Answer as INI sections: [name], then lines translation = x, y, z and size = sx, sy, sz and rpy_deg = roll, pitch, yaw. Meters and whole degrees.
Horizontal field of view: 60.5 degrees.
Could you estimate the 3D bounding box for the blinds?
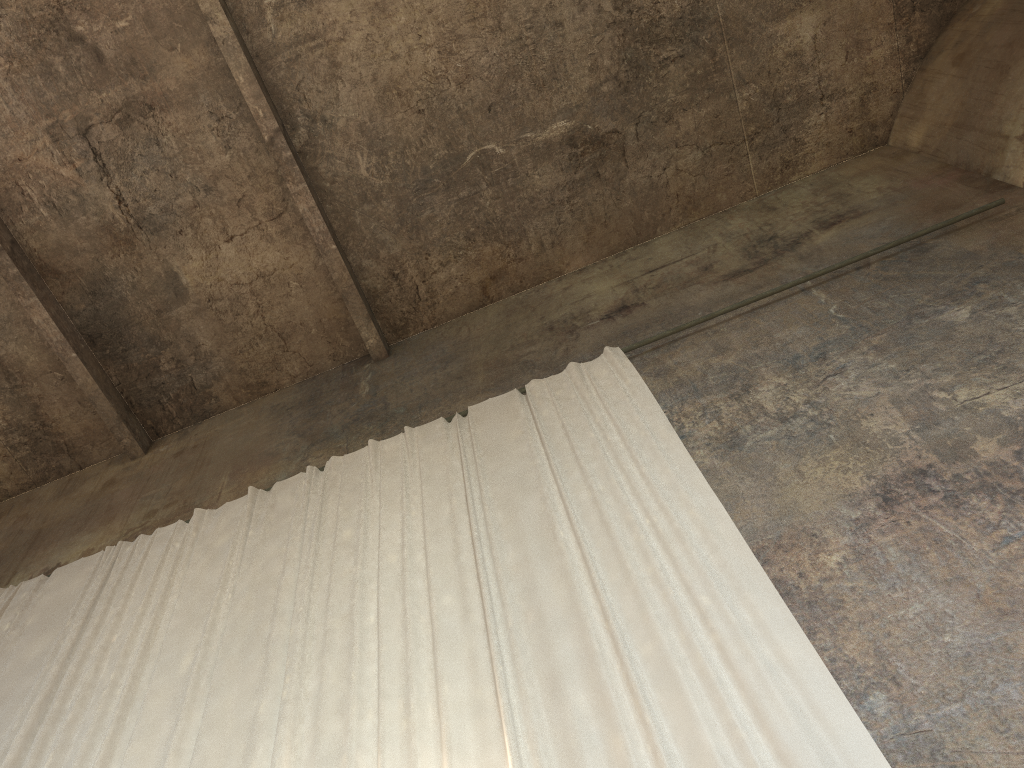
[blinds]
translation = -2.100, 2.768, 4.585
size = 7.855, 8.168, 0.289
rpy_deg = -23, -64, 4
